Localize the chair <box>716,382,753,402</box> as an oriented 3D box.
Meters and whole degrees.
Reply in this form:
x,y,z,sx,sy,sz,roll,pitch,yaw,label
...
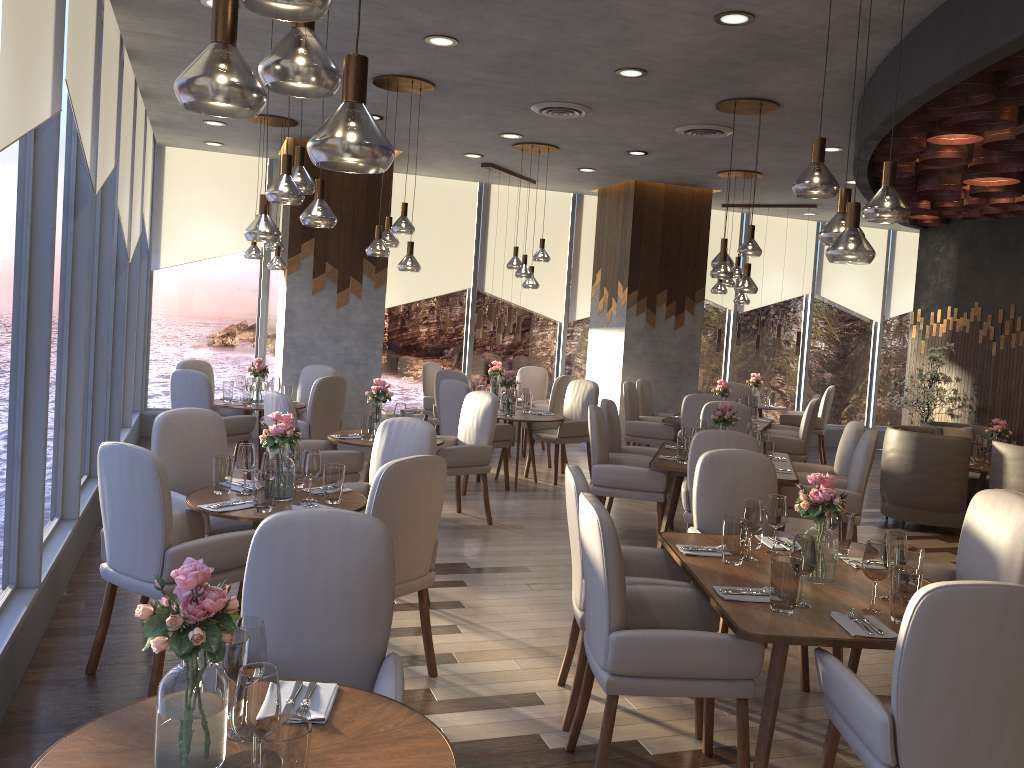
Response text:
x,y,z,sx,sy,sz,roll,pitch,yaw,label
2.436,0.496,9.926,0.528,0.999,0.600,5,3,19,chair

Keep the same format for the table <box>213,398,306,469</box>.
x,y,z,sx,sy,sz,roll,pitch,yaw,label
-2.304,0.506,7.998,0.833,0.661,0.835,1,4,-33,table

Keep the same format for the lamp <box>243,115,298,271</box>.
x,y,z,sx,sy,sz,roll,pitch,yaw,label
-2.175,-1.687,7.917,0.440,1.324,0.439,6,3,38,lamp

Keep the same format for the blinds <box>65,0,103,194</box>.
x,y,z,sx,sy,sz,roll,pitch,yaw,label
-2.063,-2.346,4.354,0.007,2.677,1.176,3,3,-19,blinds

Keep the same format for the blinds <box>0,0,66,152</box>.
x,y,z,sx,sy,sz,roll,pitch,yaw,label
-1.668,-2.085,3.183,0.007,2.677,1.176,3,3,-19,blinds

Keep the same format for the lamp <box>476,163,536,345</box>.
x,y,z,sx,sy,sz,roll,pitch,yaw,label
-0.085,-1.409,9.990,0.118,1.928,1.161,5,3,26,lamp

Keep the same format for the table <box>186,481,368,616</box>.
x,y,z,sx,sy,sz,roll,pitch,yaw,label
-1.128,0.872,4.227,0.833,0.661,0.836,2,4,-20,table

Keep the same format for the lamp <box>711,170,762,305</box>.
x,y,z,sx,sy,sz,roll,pitch,yaw,label
2.285,-1.489,9.098,0.439,1.324,0.440,2,3,-34,lamp

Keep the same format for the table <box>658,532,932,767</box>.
x,y,z,sx,sy,sz,roll,pitch,yaw,label
1.138,1.080,3.409,0.964,0.665,1.309,4,4,-3,table

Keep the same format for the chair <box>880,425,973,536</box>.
x,y,z,sx,sy,sz,roll,pitch,yaw,label
3.536,0.817,7.728,0.595,0.836,0.775,4,3,1,chair

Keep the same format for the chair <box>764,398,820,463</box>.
x,y,z,sx,sy,sz,roll,pitch,yaw,label
2.651,0.609,8.645,0.600,0.999,0.528,5,3,24,chair

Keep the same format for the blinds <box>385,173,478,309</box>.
x,y,z,sx,sy,sz,roll,pitch,yaw,label
-0.989,-2.179,10.705,1.173,2.677,0.007,3,3,-19,blinds

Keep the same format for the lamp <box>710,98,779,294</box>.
x,y,z,sx,sy,sz,roll,pitch,yaw,label
1.629,-1.319,6.331,0.439,1.324,0.440,3,3,-14,lamp

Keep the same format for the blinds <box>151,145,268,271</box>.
x,y,z,sx,sy,sz,roll,pitch,yaw,label
-3.329,-2.552,9.874,1.173,2.677,0.007,3,3,-19,blinds

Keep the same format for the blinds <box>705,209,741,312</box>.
x,y,z,sx,sy,sz,roll,pitch,yaw,label
2.576,-2.348,11.923,1.173,2.677,0.007,3,3,-19,blinds

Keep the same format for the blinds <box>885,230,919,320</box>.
x,y,z,sx,sy,sz,roll,pitch,yaw,label
6.113,-2.257,13.148,1.173,2.677,0.007,3,3,-19,blinds

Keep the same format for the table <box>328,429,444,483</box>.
x,y,z,sx,sy,sz,roll,pitch,yaw,label
-0.927,0.716,6.422,0.835,0.661,0.834,6,4,30,table

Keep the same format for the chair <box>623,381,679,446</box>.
x,y,z,sx,sy,sz,roll,pitch,yaw,label
1.425,0.491,9.140,0.600,0.999,0.528,5,3,19,chair

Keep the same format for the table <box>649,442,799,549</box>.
x,y,z,sx,sy,sz,roll,pitch,yaw,label
1.510,0.872,6.419,0.965,0.665,1.308,5,4,14,table

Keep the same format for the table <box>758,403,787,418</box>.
x,y,z,sx,sy,sz,roll,pitch,yaw,label
3.051,0.596,11.332,0.833,0.661,0.836,2,4,-28,table

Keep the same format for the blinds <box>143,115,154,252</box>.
x,y,z,sx,sy,sz,roll,pitch,yaw,label
-3.695,-2.710,9.085,0.007,2.677,1.176,3,3,-19,blinds

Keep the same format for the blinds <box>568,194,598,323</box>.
x,y,z,sx,sy,sz,roll,pitch,yaw,label
1.365,-2.100,11.522,1.173,2.677,0.007,3,3,-19,blinds

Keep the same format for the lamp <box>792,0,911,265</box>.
x,y,z,sx,sy,sz,roll,pitch,yaw,label
1.300,-1.108,3.319,0.440,1.324,0.439,5,3,20,lamp

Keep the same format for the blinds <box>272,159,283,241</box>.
x,y,z,sx,sy,sz,roll,pitch,yaw,label
-2.150,-2.507,10.284,1.173,2.677,0.007,3,3,-19,blinds

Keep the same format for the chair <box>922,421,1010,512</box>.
x,y,z,sx,sy,sz,roll,pitch,yaw,label
4.180,0.807,8.399,0.774,0.836,0.596,3,3,-9,chair

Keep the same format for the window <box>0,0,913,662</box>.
x,y,z,sx,sy,sz,roll,pitch,yaw,label
-0.489,-0.899,8.027,8.069,3.194,16.132,6,5,26,window

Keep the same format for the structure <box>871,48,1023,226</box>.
x,y,z,sx,sy,sz,roll,pitch,yaw,label
3.578,-1.613,4.868,2.756,0.556,9.466,5,4,11,structure

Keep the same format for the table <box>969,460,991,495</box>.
x,y,z,sx,sy,sz,roll,pitch,yaw,label
4.208,0.997,7.751,0.833,0.561,0.836,2,4,-26,table

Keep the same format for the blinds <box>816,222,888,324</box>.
x,y,z,sx,sy,sz,roll,pitch,yaw,label
4.930,-2.235,12.742,1.173,2.677,0.007,3,3,-19,blinds

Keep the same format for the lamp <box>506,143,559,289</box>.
x,y,z,sx,sy,sz,roll,pitch,yaw,label
0.179,-1.570,8.385,0.439,1.324,0.440,3,3,-12,lamp

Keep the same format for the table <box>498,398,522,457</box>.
x,y,z,sx,sy,sz,roll,pitch,yaw,label
-0.211,0.481,10.081,0.834,0.661,0.835,4,4,1,table

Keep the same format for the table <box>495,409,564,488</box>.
x,y,z,sx,sy,sz,roll,pitch,yaw,label
0.059,0.623,8.464,0.833,0.661,0.835,0,5,-45,table

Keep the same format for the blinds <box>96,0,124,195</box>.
x,y,z,sx,sy,sz,roll,pitch,yaw,label
-2.473,-2.465,5.546,0.007,2.677,1.176,3,3,-19,blinds

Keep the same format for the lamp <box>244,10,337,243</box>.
x,y,z,sx,sy,sz,roll,pitch,yaw,label
-0.996,-1.319,4.125,0.439,1.324,0.440,2,3,-26,lamp

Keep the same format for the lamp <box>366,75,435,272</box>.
x,y,z,sx,sy,sz,roll,pitch,yaw,label
-0.813,-1.477,6.333,0.439,1.324,0.440,3,3,-17,lamp

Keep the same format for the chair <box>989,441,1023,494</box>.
x,y,z,sx,sy,sz,roll,pitch,yaw,label
4.268,0.918,7.023,0.774,0.836,0.596,3,3,-4,chair

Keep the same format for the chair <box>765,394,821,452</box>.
x,y,z,sx,sy,sz,roll,pitch,yaw,label
2.846,0.580,9.180,0.600,0.999,0.529,5,3,17,chair

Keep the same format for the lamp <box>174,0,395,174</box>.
x,y,z,sx,sy,sz,roll,pitch,yaw,label
-0.405,-1.095,1.710,0.439,1.324,0.440,3,3,-20,lamp

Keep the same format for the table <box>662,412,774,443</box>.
x,y,z,sx,sy,sz,roll,pitch,yaw,label
2.130,0.700,9.175,0.965,0.665,1.308,5,4,22,table

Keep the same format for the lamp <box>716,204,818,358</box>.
x,y,z,sx,sy,sz,roll,pitch,yaw,label
3.172,-1.292,11.208,1.162,1.928,0.118,5,3,26,lamp

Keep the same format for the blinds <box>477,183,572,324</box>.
x,y,z,sx,sy,sz,roll,pitch,yaw,label
0.187,-2.127,11.114,1.173,2.677,0.007,3,3,-19,blinds

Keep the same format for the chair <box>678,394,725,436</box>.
x,y,z,sx,sy,sz,roll,pitch,yaw,label
1.846,0.577,8.381,0.529,0.999,0.600,5,3,24,chair

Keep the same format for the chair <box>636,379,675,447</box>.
x,y,z,sx,sy,sz,roll,pitch,yaw,label
1.639,0.465,9.664,0.600,0.999,0.528,5,3,24,chair

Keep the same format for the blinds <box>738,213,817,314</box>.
x,y,z,sx,sy,sz,roll,pitch,yaw,label
3.753,-2.280,12.333,1.173,2.677,0.007,3,3,-19,blinds

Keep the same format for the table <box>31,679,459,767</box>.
x,y,z,sx,sy,sz,roll,pitch,yaw,label
-0.545,1.096,1.800,0.833,0.661,0.836,3,4,-17,table

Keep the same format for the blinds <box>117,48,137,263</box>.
x,y,z,sx,sy,sz,roll,pitch,yaw,label
-2.898,-2.286,6.737,0.007,2.677,1.176,3,3,-19,blinds

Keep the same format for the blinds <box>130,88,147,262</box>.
x,y,z,sx,sy,sz,roll,pitch,yaw,label
-3.303,-2.403,7.915,0.007,2.677,1.176,3,3,-19,blinds
